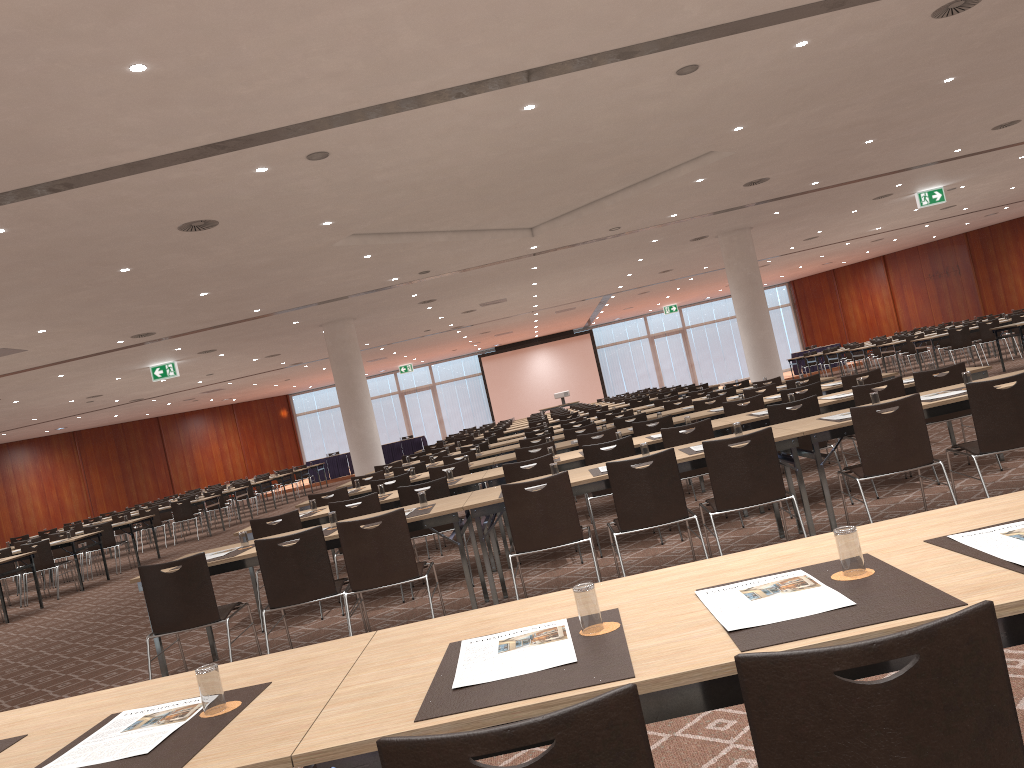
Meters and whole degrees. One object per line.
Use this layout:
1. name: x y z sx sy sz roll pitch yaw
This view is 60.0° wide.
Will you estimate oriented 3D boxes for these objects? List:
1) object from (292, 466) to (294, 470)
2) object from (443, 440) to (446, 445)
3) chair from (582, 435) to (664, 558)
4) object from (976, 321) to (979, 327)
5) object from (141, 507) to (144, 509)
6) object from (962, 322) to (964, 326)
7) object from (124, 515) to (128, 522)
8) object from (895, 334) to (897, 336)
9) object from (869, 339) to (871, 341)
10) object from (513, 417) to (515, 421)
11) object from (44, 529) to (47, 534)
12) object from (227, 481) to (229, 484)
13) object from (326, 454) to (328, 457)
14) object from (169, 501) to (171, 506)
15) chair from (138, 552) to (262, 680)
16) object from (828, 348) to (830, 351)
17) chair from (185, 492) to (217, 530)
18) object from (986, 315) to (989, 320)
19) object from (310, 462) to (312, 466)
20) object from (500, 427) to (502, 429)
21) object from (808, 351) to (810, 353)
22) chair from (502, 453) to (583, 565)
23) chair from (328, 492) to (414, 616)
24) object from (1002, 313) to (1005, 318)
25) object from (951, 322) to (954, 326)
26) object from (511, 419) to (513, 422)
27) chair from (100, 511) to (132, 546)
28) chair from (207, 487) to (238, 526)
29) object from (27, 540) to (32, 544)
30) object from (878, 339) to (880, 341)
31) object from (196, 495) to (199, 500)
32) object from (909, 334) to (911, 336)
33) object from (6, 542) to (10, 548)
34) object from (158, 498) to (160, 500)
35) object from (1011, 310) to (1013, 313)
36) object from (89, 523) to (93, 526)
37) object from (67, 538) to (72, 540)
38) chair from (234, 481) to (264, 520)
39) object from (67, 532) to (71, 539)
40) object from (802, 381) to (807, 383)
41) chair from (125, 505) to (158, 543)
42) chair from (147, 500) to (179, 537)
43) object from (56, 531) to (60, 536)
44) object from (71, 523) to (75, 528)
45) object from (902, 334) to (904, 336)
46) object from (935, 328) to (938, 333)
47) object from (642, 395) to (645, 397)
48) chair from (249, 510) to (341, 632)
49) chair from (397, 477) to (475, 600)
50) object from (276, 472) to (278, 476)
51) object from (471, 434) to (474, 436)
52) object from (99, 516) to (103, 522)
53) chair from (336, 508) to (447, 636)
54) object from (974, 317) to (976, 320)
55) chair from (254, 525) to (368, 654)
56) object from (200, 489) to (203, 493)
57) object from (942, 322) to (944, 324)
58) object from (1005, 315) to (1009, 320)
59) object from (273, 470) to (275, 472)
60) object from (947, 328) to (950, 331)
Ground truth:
1. object: -7.400 2.842 29.963 0.054 0.114 0.054 -12 -1 -10
2. object: -1.511 1.308 19.802 0.054 0.114 0.054 -12 -1 -32
3. chair: 0.915 0.941 7.703 0.536 0.939 0.614 -13 -1 2
4. object: 10.223 -1.321 19.455 0.054 0.114 0.054 -12 -1 -32
5. object: -8.332 2.836 19.996 0.054 0.114 0.054 -12 -1 -32
6. object: 10.921 -1.434 21.441 0.054 0.114 0.054 -12 -1 -32
7. object: -7.163 2.499 16.449 0.054 0.114 0.054 -12 -1 -10
8. object: 11.034 -1.374 25.433 0.054 0.114 0.054 -12 -1 -10
9. object: 11.092 -1.344 27.441 0.054 0.114 0.054 -12 -1 -10
10. object: 0.060 1.171 29.756 0.054 0.114 0.054 -13 -1 35
11. object: -10.548 3.333 20.050 0.054 0.114 0.054 -13 -1 35
12. object: -9.627 3.341 30.020 0.054 0.114 0.054 -12 -1 -32
13. object: -6.951 2.682 33.307 0.054 0.114 0.054 -13 -1 13
14. object: -7.697 2.694 19.975 0.054 0.114 0.054 -12 -1 -32
15. chair: -2.027 1.556 5.710 0.535 0.939 0.614 -13 -1 2
16. object: 9.826 -1.060 27.474 0.054 0.114 0.054 -12 -1 -10
17. chair: -8.271 3.330 23.429 0.535 0.939 0.614 -13 -1 1
18. object: 12.549 -1.756 23.385 0.054 0.114 0.054 -12 -1 -32
19. object: -6.773 2.701 29.948 0.054 0.114 0.054 -12 -1 -10
20. object: -0.237 1.023 19.749 0.054 0.114 0.054 -13 -1 35
21. object: 9.883 -1.030 29.476 0.054 0.114 0.054 -12 -1 -10
22. chair: 0.227 1.093 7.646 0.535 0.939 0.614 -13 -1 -1
23. chair: -1.247 1.424 7.688 0.535 0.939 0.614 -13 -1 1
24. object: 11.872 -1.647 21.420 0.054 0.114 0.054 -13 -1 35
25. object: 12.613 -1.728 25.382 0.054 0.114 0.054 -12 -1 -32
26. object: -0.008 1.143 27.756 0.054 0.114 0.054 -13 -1 35
27. chair: -10.561 3.845 23.554 0.536 0.939 0.614 -13 -1 3
28. chair: -7.662 3.192 23.331 0.535 0.939 0.614 -13 -1 -1
29. object: -7.868 2.614 14.475 0.054 0.114 0.054 -12 -1 -10
30. object: 9.711 -1.120 23.468 0.054 0.114 0.054 -12 -1 -10
31. object: -7.075 2.555 19.946 0.054 0.114 0.054 -12 -1 -32
32. object: 9.643 -1.148 21.476 0.054 0.114 0.054 -12 -1 -32
33. object: -9.390 2.998 16.523 0.054 0.114 0.054 -13 -1 35
34. object: -10.368 3.421 26.044 0.054 0.114 0.054 -12 -1 -32
35. object: 13.200 -1.902 23.371 0.054 0.114 0.054 -12 -1 -32
36. object: -7.810 2.644 16.471 0.054 0.114 0.054 -12 -1 -10
37. object: -7.211 2.526 14.451 0.102 0.001 0.102 -12 -1 -10
38. chair: -6.988 3.044 23.452 0.535 0.939 0.614 -13 -1 -1
39. object: -7.220 2.469 14.450 0.054 0.114 0.054 -12 -1 -10
40. object: 3.983 -0.025 12.124 0.102 0.001 0.102 -12 -1 -32
41. chair: -9.854 3.685 23.475 0.536 0.939 0.614 -13 -1 3
42. chair: -9.243 3.547 23.376 0.535 0.939 0.614 -13 -1 -1
43. object: -8.442 2.786 16.492 0.054 0.114 0.054 -12 -1 -10
44. object: -9.916 3.191 20.030 0.054 0.114 0.054 -13 -1 35
45. object: 10.349 -1.263 23.459 0.054 0.114 0.054 -12 -1 -10
46. object: 10.286 -1.292 21.461 0.054 0.114 0.054 -12 -1 -32
47. object: 2.927 0.314 19.668 0.054 0.114 0.054 -13 -1 35
48. chair: -1.927 1.577 7.742 0.536 0.939 0.614 -13 -1 3
49. chair: -0.660 1.293 7.706 0.536 0.939 0.614 -13 -1 3
50. object: -6.885 2.641 25.947 0.054 0.114 0.054 -12 -1 -10
51. object: -0.874 1.165 19.782 0.054 0.114 0.054 -13 -1 35
52. object: -9.281 3.049 20.023 0.054 0.114 0.054 -13 -1 35
53. chair: -0.779 1.276 5.674 0.535 0.939 0.614 -13 -1 1
54. object: 13.254 -1.871 25.373 0.054 0.114 0.054 -12 -1 -32
55. chair: -1.307 1.395 5.724 0.535 0.939 0.614 -13 -1 -1
56. object: -9.106 3.138 26.008 0.054 0.114 0.054 -12 -1 -32
57. object: 13.309 -1.841 27.372 0.054 0.114 0.054 -12 -1 -32
58. object: 10.858 -1.463 19.448 0.054 0.114 0.054 -12 -1 -32
59. object: -8.032 2.983 29.979 0.054 0.114 0.054 -12 -1 -10
60. object: 9.591 -1.179 19.476 0.054 0.114 0.054 -12 -1 -32
